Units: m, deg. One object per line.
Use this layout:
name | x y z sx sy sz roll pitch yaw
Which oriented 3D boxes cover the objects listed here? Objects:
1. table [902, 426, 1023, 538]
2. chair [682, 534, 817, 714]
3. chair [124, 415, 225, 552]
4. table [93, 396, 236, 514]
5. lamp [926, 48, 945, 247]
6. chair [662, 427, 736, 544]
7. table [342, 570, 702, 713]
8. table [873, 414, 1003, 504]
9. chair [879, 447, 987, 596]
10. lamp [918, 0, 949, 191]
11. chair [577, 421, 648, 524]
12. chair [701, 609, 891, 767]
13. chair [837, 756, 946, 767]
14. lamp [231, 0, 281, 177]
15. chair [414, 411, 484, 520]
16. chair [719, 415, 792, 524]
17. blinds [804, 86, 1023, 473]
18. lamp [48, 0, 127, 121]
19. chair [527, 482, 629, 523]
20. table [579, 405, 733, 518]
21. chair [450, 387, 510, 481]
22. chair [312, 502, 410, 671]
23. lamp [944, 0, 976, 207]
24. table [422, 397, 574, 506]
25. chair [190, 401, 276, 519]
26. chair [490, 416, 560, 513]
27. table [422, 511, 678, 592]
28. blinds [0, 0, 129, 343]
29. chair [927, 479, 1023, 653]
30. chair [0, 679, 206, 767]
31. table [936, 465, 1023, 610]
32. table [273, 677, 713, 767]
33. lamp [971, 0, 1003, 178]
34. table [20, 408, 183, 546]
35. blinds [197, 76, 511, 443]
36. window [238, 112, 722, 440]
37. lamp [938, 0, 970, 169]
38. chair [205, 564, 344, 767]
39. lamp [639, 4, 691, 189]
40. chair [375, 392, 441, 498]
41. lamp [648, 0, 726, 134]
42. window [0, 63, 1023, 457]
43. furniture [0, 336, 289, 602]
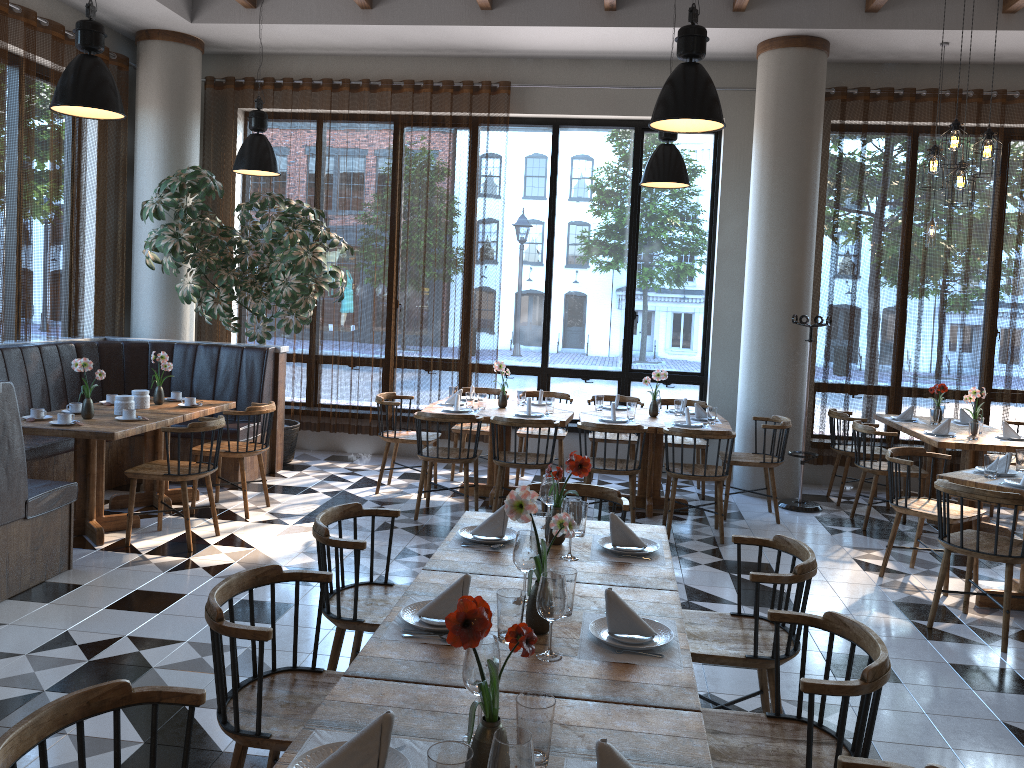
table | 3.635 0.796 7.006 0.850 0.762 0.852 3 4 7
chair | 0.816 0.998 3.287 0.550 0.815 0.521 3 4 7
chair | -2.174 0.620 5.774 0.550 0.815 0.521 3 4 7
table | -2.685 0.535 6.694 0.850 0.762 0.852 3 4 7
lamp | 3.740 -2.187 7.771 0.078 1.959 0.078 2 3 -17
chair | 1.356 0.709 6.539 0.519 0.815 0.551 3 4 7
table | 0.047 1.064 2.513 0.850 0.762 0.852 3 4 7
table | 3.740 0.719 7.854 0.850 0.762 0.852 3 4 7
chair | 2.674 0.853 5.672 0.519 0.815 0.551 0 5 -38
lamp | 3.019 -2.409 6.211 0.175 2.066 0.175 0 4 -40
chair | 0.731 0.673 6.615 0.519 0.815 0.551 3 4 7
chair | 0.709 1.076 2.428 0.550 0.815 0.521 3 4 7
chair | 0.603 1.154 1.567 0.550 0.815 0.521 3 4 7
lamp | -2.026 -2.633 7.125 0.391 1.860 0.391 4 3 19
chair | -0.485 0.603 6.763 0.519 0.815 0.551 3 4 7
chair | 1.964 0.672 7.217 0.550 0.815 0.521 3 4 7
blinds | 6.310 -0.819 8.044 7.266 3.573 0.160 3 3 7
lamp | -2.307 -2.427 4.861 0.390 1.860 0.391 3 3 9
chair | 0.248 0.904 3.994 0.519 0.815 0.551 3 4 7
table | 1.147 0.651 7.313 1.214 0.762 1.219 4 5 10
chair | -0.305 0.466 8.262 0.519 0.815 0.551 3 4 7
chair | -0.502 0.922 3.447 0.550 0.815 0.521 3 4 7
lamp | 3.114 -2.255 6.022 0.175 2.066 0.175 2 3 -7
table | -0.104 0.579 7.465 1.214 0.762 1.219 4 5 10
chair | -2.069 0.543 6.625 0.550 0.815 0.521 3 4 7
chair | 0.087 0.636 6.693 0.519 0.815 0.551 3 4 7
table | 0.152 0.987 3.359 0.850 0.762 0.852 3 4 7
blinds | -4.127 -1.085 5.831 0.155 3.572 5.558 3 5 7
chair | 2.562 0.935 4.768 0.550 0.815 0.521 0 5 -38
chair | -0.715 1.078 1.728 0.550 0.815 0.521 3 4 7
table | 3.076 0.948 5.162 0.864 0.762 0.866 -1 6 -38
table | -0.057 1.141 1.667 0.850 0.762 0.852 3 4 7
lamp | 3.180 -2.406 5.805 0.175 2.066 0.175 2 3 -18
table | -2.790 0.612 5.847 0.850 0.762 0.852 3 4 7
blinds | -1.674 -1.280 9.018 3.199 3.573 0.155 3 3 7
window | -0.450 -1.170 9.121 4.967 3.159 0.365 3 3 7
lamp | 2.977 -2.475 5.831 0.175 2.066 0.175 2 3 -7
chair | -0.608 1.000 2.587 0.550 0.815 0.521 3 4 7
lamp | 1.213 -2.446 6.732 0.390 1.860 0.391 2 3 -16
chair | -0.900 0.506 7.564 0.550 0.815 0.521 3 4 7
lamp | 0.934 -2.240 4.469 0.390 1.860 0.391 2 3 -6
window | 1.804 -0.938 7.795 15.123 3.158 4.507 1 5 -16
furniture | -3.285 0.348 6.336 1.918 1.147 4.049 3 5 7
